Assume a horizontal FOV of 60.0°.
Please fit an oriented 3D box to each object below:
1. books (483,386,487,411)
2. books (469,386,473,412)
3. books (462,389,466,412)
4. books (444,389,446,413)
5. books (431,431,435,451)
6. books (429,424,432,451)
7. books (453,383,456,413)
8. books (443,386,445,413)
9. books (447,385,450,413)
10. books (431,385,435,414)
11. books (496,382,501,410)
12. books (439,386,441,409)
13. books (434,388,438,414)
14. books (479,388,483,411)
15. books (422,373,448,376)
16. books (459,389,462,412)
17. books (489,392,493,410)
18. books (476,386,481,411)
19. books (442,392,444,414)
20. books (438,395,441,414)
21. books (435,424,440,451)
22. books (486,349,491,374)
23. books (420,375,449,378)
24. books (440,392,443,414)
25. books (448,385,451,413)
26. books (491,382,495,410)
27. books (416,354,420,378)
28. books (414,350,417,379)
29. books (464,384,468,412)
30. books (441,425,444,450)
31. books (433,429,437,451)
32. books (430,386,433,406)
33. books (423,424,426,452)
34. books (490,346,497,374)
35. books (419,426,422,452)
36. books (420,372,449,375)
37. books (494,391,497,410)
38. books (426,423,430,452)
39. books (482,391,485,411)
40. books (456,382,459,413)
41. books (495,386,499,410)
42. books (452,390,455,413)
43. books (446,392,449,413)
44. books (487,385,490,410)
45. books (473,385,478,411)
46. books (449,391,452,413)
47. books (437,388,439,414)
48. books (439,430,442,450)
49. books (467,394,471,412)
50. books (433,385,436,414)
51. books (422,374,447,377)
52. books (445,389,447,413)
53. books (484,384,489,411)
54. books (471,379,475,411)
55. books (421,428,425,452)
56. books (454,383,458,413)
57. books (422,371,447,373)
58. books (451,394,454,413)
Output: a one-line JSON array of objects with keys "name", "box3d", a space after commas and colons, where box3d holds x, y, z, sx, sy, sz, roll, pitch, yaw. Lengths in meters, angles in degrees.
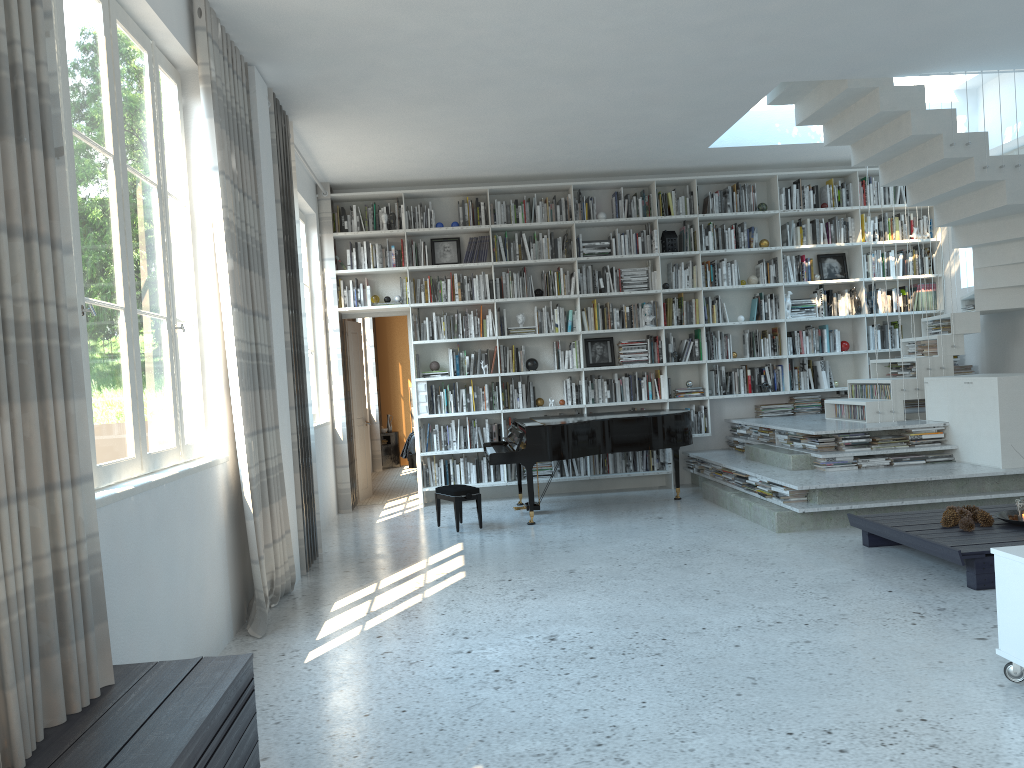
[{"name": "books", "box3d": [-0.275, 0.145, 9.006, 0.010, 0.246, 0.160, -4, 1, -4]}, {"name": "books", "box3d": [-0.416, 0.150, 8.989, 0.026, 0.254, 0.176, -4, 1, -4]}, {"name": "books", "box3d": [-0.484, 0.167, 8.984, 0.027, 0.230, 0.159, -4, 1, -4]}, {"name": "books", "box3d": [-0.677, 0.172, 8.970, 0.014, 0.243, 0.171, -4, 1, -4]}, {"name": "books", "box3d": [-0.800, 0.577, 8.981, 0.024, 0.198, 0.148, -4, 1, -4]}, {"name": "books", "box3d": [-0.820, 0.540, 8.978, 0.010, 0.273, 0.150, -4, 1, -4]}, {"name": "books", "box3d": [-0.581, 0.138, 9.000, 0.009, 0.299, 0.141, -4, 1, -4]}, {"name": "books", "box3d": [-0.689, 0.137, 8.970, 0.006, 0.315, 0.145, -4, 1, -4]}, {"name": "books", "box3d": [-0.643, 0.153, 8.981, 0.009, 0.278, 0.157, -4, 1, -4]}, {"name": "books", "box3d": [-0.800, 0.157, 8.974, 0.016, 0.289, 0.152, -4, 1, -4]}, {"name": "books", "box3d": [-0.138, 0.120, 9.026, 0.024, 0.280, 0.136, -4, 1, -4]}, {"name": "books", "box3d": [-0.724, 0.157, 8.965, 0.008, 0.280, 0.164, -4, 1, -4]}, {"name": "books", "box3d": [-0.765, 0.171, 8.978, 0.022, 0.257, 0.141, -4, 1, -4]}, {"name": "books", "box3d": [-0.316, 0.156, 9.005, 0.025, 0.229, 0.153, -4, 1, -4]}, {"name": "books", "box3d": [-0.778, -0.097, 8.966, 0.254, 0.012, 0.161, -4, 0, -7]}, {"name": "books", "box3d": [-0.521, 0.169, 8.999, 0.045, 0.230, 0.138, -4, 1, -4]}, {"name": "books", "box3d": [-0.214, 0.174, 9.012, 0.041, 0.181, 0.141, -4, 1, -4]}, {"name": "books", "box3d": [-0.342, 0.148, 8.988, 0.028, 0.249, 0.159, -4, 1, -4]}, {"name": "books", "box3d": [-0.696, 0.187, 8.962, 0.015, 0.217, 0.180, -4, 1, -4]}, {"name": "books", "box3d": [-0.733, 0.203, 8.945, 0.019, 0.189, 0.193, -4, 1, -4]}, {"name": "books", "box3d": [-0.752, 0.540, 8.968, 0.029, 0.266, 0.171, -4, 1, -4]}, {"name": "books", "box3d": [-0.239, -0.226, 9.001, 0.021, 0.251, 0.154, -4, 1, -4]}, {"name": "books", "box3d": [-0.777, -0.072, 8.966, 0.285, 0.012, 0.159, -4, 0, -1]}, {"name": "books", "box3d": [-0.712, 0.187, 8.973, 0.015, 0.218, 0.176, -4, 1, -4]}, {"name": "books", "box3d": [-0.633, 0.148, 8.958, 0.007, 0.286, 0.182, -4, 1, -4]}, {"name": "books", "box3d": [-0.189, 0.120, 8.993, 0.014, 0.286, 0.179, -4, 1, -4]}, {"name": "books", "box3d": [-0.947, -0.177, 8.950, 0.028, 0.243, 0.156, -4, 1, -4]}, {"name": "books", "box3d": [-0.969, -0.197, 8.958, 0.012, 0.285, 0.159, -4, 1, -4]}, {"name": "books", "box3d": [-0.465, 0.140, 8.984, 0.014, 0.282, 0.150, -4, 1, -4]}, {"name": "books", "box3d": [-0.703, 0.545, 8.997, 0.022, 0.248, 0.133, -4, 1, -4]}, {"name": "books", "box3d": [-0.776, 0.564, 8.961, 0.022, 0.220, 0.187, -4, 1, -4]}, {"name": "books", "box3d": [-0.812, 0.160, 8.975, 0.008, 0.285, 0.159, -4, 1, -4]}, {"name": "books", "box3d": [-0.880, 0.542, 8.946, 0.011, 0.277, 0.189, -4, 1, -4]}, {"name": "books", "box3d": [-0.186, -0.242, 8.965, 0.082, 0.276, 0.228, -4, 1, -4]}, {"name": "books", "box3d": [-0.922, 0.556, 8.973, 0.012, 0.254, 0.161, -4, 1, -4]}, {"name": "books", "box3d": [-0.779, -0.109, 8.963, 0.285, 0.012, 0.159, -4, 0, 0]}, {"name": "books", "box3d": [-0.169, 0.168, 9.028, 0.023, 0.187, 0.130, -4, 1, -4]}, {"name": "books", "box3d": [-0.850, 0.537, 8.956, 0.052, 0.283, 0.172, -4, 1, -4]}, {"name": "books", "box3d": [-0.291, 0.172, 9.010, 0.023, 0.194, 0.140, -4, 1, -4]}, {"name": "books", "box3d": [-0.550, 0.133, 8.978, 0.012, 0.306, 0.189, -4, 1, -4]}, {"name": "books", "box3d": [-0.152, 0.141, 9.003, 0.010, 0.240, 0.174, -4, 1, -4]}, {"name": "books", "box3d": [-0.591, 0.173, 8.998, 0.016, 0.230, 0.136, -4, 1, -4]}, {"name": "books", "box3d": [-0.653, 0.187, 8.990, 0.016, 0.211, 0.146, -4, 1, -4]}, {"name": "books", "box3d": [-0.243, 0.136, 9.010, 0.013, 0.260, 0.142, -4, 1, -4]}, {"name": "books", "box3d": [-0.369, 0.144, 8.982, 0.028, 0.260, 0.181, -4, 1, -4]}, {"name": "books", "box3d": [-0.620, 0.181, 8.966, 0.015, 0.219, 0.190, -4, 1, -4]}, {"name": "books", "box3d": [-0.750, 0.167, 8.959, 0.007, 0.264, 0.176, -4, 1, -4]}, {"name": "books", "box3d": [-0.725, 0.571, 8.992, 0.025, 0.200, 0.137, -4, 1, -4]}, {"name": "books", "box3d": [-0.440, 0.188, 8.978, 0.029, 0.181, 0.190, -4, 1, -4]}, {"name": "books", "box3d": [-0.784, 0.154, 8.968, 0.014, 0.294, 0.171, -4, 1, -4]}, {"name": "books", "box3d": [-0.778, -0.084, 8.970, 0.254, 0.012, 0.161, -4, 0, -3]}, {"name": "books", "box3d": [-0.664, 0.171, 8.957, 0.009, 0.244, 0.184, -4, 1, -4]}, {"name": "books", "box3d": [-0.259, 0.135, 8.990, 0.021, 0.265, 0.185, -4, 1, -4]}, {"name": "books", "box3d": [-0.397, 0.115, 8.987, 0.021, 0.323, 0.171, -4, 1, -4]}, {"name": "books", "box3d": [-0.900, 0.563, 8.961, 0.029, 0.239, 0.154, -4, 1, -4]}, {"name": "books", "box3d": [-0.565, 0.137, 8.965, 0.019, 0.300, 0.180, -4, 1, -4]}, {"name": "books", "box3d": [-0.780, -0.121, 8.970, 0.254, 0.012, 0.161, -4, 0, -3]}, {"name": "books", "box3d": [-0.603, 0.195, 8.963, 0.016, 0.189, 0.183, -4, 1, -4]}]
